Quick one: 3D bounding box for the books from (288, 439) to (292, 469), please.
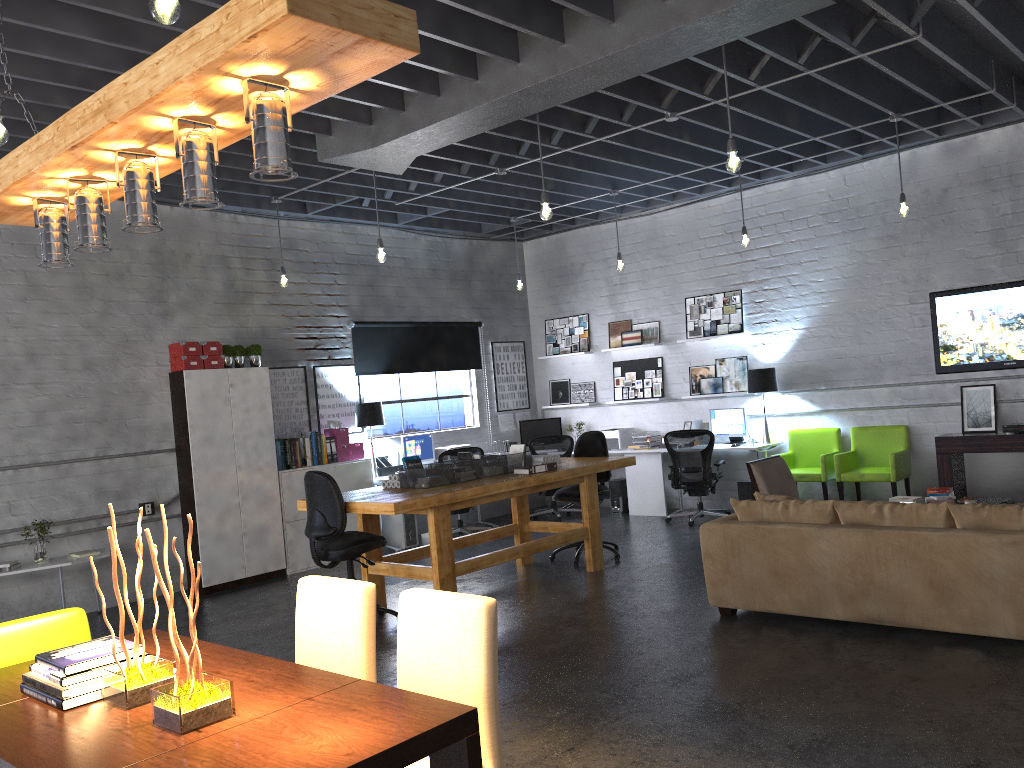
[{"bbox_3d":[-2.302,0.706,8.966,0.182,0.302,0.034,-5,0,42],"label":"books"}]

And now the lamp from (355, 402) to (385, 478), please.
[{"bbox_3d":[-1.562,0.624,9.861,0.333,0.832,0.333,-5,0,4],"label":"lamp"}]

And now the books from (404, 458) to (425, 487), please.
[{"bbox_3d":[-0.743,0.689,6.883,0.097,0.209,0.157,-5,0,42],"label":"books"}]

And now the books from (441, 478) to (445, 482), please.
[{"bbox_3d":[-0.611,0.742,6.803,0.141,0.021,0.203,-6,-1,43],"label":"books"}]

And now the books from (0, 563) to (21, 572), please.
[{"bbox_3d":[-4.079,1.467,7.063,0.250,0.031,0.185,-5,-1,-6],"label":"books"}]

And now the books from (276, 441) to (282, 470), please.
[{"bbox_3d":[-2.373,0.718,8.851,0.174,0.286,0.044,-5,0,42],"label":"books"}]

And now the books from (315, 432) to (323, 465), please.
[{"bbox_3d":[-2.060,0.669,9.219,0.197,0.339,0.065,-5,0,42],"label":"books"}]

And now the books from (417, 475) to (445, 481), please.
[{"bbox_3d":[-0.619,0.721,6.802,0.128,0.022,0.181,-5,-1,37],"label":"books"}]

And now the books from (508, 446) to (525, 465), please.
[{"bbox_3d":[0.032,0.635,7.595,0.158,0.200,0.082,-5,0,42],"label":"books"}]

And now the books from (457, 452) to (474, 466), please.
[{"bbox_3d":[-0.365,0.658,7.229,0.158,0.214,0.063,-5,0,42],"label":"books"}]

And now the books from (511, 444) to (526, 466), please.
[{"bbox_3d":[0.054,0.627,7.616,0.171,0.210,0.046,-5,0,42],"label":"books"}]

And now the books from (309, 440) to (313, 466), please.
[{"bbox_3d":[-2.121,0.710,9.141,0.161,0.266,0.027,-5,0,42],"label":"books"}]

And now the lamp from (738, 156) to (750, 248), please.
[{"bbox_3d":[2.236,-1.764,8.622,0.104,0.878,0.104,-5,0,42],"label":"lamp"}]

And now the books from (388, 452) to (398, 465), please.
[{"bbox_3d":[-1.359,0.902,10.133,0.173,0.243,0.026,-5,0,42],"label":"books"}]

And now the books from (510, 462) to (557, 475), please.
[{"bbox_3d":[0.176,0.687,7.241,0.298,0.067,0.244,-5,-1,-38],"label":"books"}]

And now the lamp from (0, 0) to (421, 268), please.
[{"bbox_3d":[-1.174,-1.369,2.617,2.131,1.841,0.366,-5,0,42],"label":"lamp"}]

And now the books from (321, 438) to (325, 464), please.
[{"bbox_3d":[-2.017,0.702,9.248,0.161,0.266,0.026,-5,0,42],"label":"books"}]

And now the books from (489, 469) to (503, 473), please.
[{"bbox_3d":[-0.219,0.722,7.325,0.249,0.021,0.176,-6,-1,42],"label":"books"}]

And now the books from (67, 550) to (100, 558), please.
[{"bbox_3d":[-3.628,1.439,7.514,0.249,0.021,0.176,-6,-1,42],"label":"books"}]

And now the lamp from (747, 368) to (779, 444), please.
[{"bbox_3d":[2.788,0.245,9.798,0.333,0.832,0.333,-5,0,4],"label":"lamp"}]

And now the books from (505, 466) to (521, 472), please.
[{"bbox_3d":[-0.055,0.719,7.486,0.249,0.031,0.184,-6,-1,44],"label":"books"}]

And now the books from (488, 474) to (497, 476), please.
[{"bbox_3d":[-0.217,0.742,7.326,0.249,0.021,0.176,-6,-1,43],"label":"books"}]

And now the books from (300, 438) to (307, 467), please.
[{"bbox_3d":[-2.179,0.700,9.075,0.170,0.293,0.057,-5,0,42],"label":"books"}]

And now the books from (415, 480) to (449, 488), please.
[{"bbox_3d":[-0.612,0.767,6.805,0.155,0.029,0.225,-6,-1,42],"label":"books"}]

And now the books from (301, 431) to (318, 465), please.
[{"bbox_3d":[-2.097,0.668,9.172,0.176,0.346,0.052,-5,0,42],"label":"books"}]

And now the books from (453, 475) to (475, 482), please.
[{"bbox_3d":[-0.442,0.754,7.068,0.250,0.031,0.185,-5,-1,39],"label":"books"}]

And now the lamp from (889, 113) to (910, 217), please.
[{"bbox_3d":[3.335,-1.871,7.622,0.104,0.878,0.104,-5,0,-4],"label":"lamp"}]

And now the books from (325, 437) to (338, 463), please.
[{"bbox_3d":[-1.946,0.696,9.369,0.220,0.271,0.082,-5,0,42],"label":"books"}]

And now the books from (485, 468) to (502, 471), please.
[{"bbox_3d":[-0.221,0.702,7.325,0.249,0.021,0.176,-6,-1,42],"label":"books"}]

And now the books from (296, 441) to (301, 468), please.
[{"bbox_3d":[-2.218,0.717,9.021,0.161,0.266,0.027,-5,0,42],"label":"books"}]

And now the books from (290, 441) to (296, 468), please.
[{"bbox_3d":[-2.266,0.716,8.984,0.168,0.275,0.037,-5,0,42],"label":"books"}]

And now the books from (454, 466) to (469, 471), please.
[{"bbox_3d":[-0.456,0.682,7.072,0.232,0.027,0.184,-5,-1,14],"label":"books"}]

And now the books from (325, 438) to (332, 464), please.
[{"bbox_3d":[-1.986,0.702,9.325,0.060,0.267,0.219,-5,0,-43],"label":"books"}]

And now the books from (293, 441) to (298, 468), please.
[{"bbox_3d":[-2.238,0.718,9.002,0.161,0.266,0.026,-5,0,42],"label":"books"}]

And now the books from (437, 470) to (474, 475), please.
[{"bbox_3d":[-0.444,0.706,7.068,0.205,0.022,0.250,-4,-1,-43],"label":"books"}]

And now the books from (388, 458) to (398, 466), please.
[{"bbox_3d":[-1.351,0.934,10.097,0.134,0.176,0.020,-5,0,42],"label":"books"}]

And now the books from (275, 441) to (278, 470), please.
[{"bbox_3d":[-2.405,0.713,8.826,0.182,0.302,0.034,-5,0,42],"label":"books"}]

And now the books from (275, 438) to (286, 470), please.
[{"bbox_3d":[-2.356,0.706,8.905,0.180,0.310,0.060,-5,0,42],"label":"books"}]

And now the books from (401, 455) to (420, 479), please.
[{"bbox_3d":[-0.759,0.678,6.916,0.108,0.234,0.166,-5,0,42],"label":"books"}]

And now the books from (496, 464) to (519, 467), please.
[{"bbox_3d":[-0.067,0.693,7.487,0.233,0.022,0.184,-5,-1,40],"label":"books"}]

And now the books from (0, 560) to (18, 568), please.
[{"bbox_3d":[-4.088,1.441,7.055,0.234,0.022,0.185,-5,-1,-10],"label":"books"}]

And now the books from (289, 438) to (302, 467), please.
[{"bbox_3d":[-2.208,0.700,9.046,0.159,0.298,0.026,-5,0,42],"label":"books"}]

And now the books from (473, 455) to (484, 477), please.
[{"bbox_3d":[-0.292,0.665,7.205,0.143,0.188,0.061,-5,0,42],"label":"books"}]

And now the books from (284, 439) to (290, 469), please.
[{"bbox_3d":[-2.308,0.706,8.926,0.182,0.302,0.034,-5,0,42],"label":"books"}]

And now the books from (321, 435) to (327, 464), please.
[{"bbox_3d":[-1.998,0.684,9.265,0.159,0.298,0.026,-5,0,42],"label":"books"}]

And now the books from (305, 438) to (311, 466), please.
[{"bbox_3d":[-2.142,0.701,9.111,0.174,0.286,0.044,-5,0,42],"label":"books"}]
